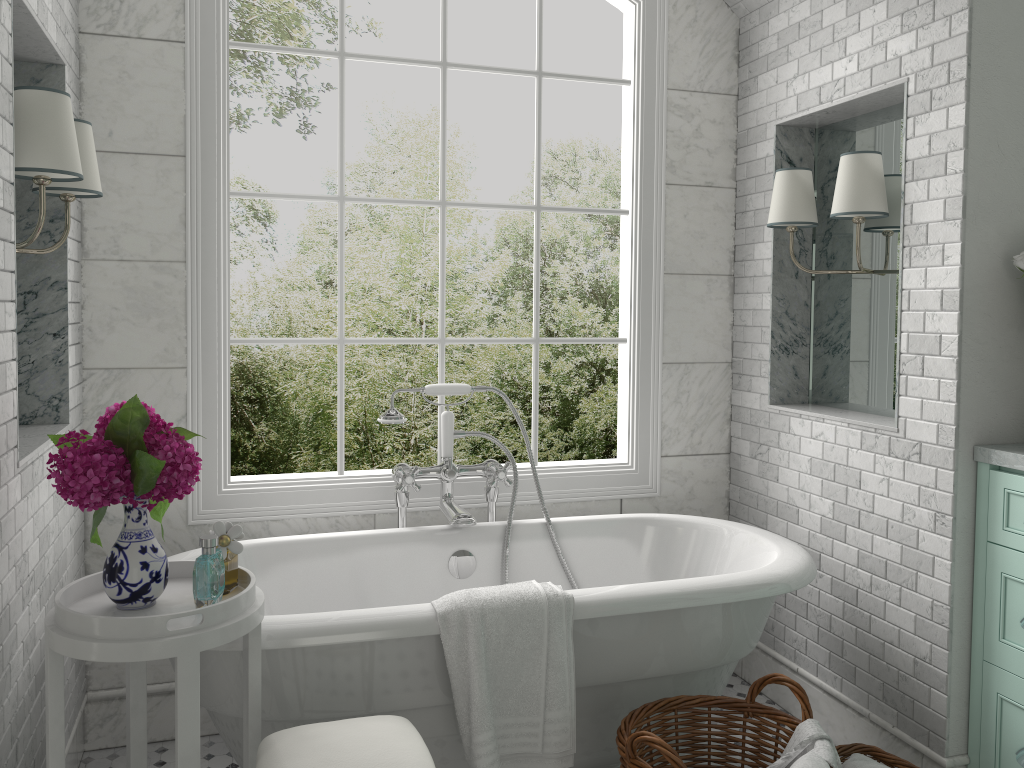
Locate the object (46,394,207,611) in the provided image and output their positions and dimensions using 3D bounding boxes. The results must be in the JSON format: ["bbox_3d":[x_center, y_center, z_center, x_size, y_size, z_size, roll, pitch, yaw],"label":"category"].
[{"bbox_3d":[-0.847,0.255,1.953,0.332,0.470,0.296,0,3,-16],"label":"object"}]

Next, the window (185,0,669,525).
[{"bbox_3d":[-0.267,-0.685,3.378,1.831,2.319,0.118,-1,3,-18],"label":"window"}]

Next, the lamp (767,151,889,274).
[{"bbox_3d":[1.153,-0.584,3.123,0.308,0.382,0.549,-1,4,-18],"label":"lamp"}]

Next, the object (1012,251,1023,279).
[{"bbox_3d":[1.643,-0.121,2.460,0.391,0.652,0.357,0,3,-6],"label":"object"}]

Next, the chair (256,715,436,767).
[{"bbox_3d":[-0.355,1.066,1.891,0.371,0.601,0.367,0,3,-18],"label":"chair"}]

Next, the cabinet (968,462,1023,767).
[{"bbox_3d":[2.158,0.882,1.422,0.863,1.095,2.804,-1,5,-18],"label":"cabinet"}]

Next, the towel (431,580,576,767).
[{"bbox_3d":[-0.034,0.766,2.371,0.374,0.462,0.454,0,4,-16],"label":"towel"}]

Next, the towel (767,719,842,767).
[{"bbox_3d":[0.570,1.085,2.166,0.460,0.468,0.383,2,4,21],"label":"towel"}]

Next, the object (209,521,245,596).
[{"bbox_3d":[-0.661,0.399,2.061,0.085,0.167,0.097,1,3,3],"label":"object"}]

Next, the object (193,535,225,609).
[{"bbox_3d":[-0.670,0.414,1.960,0.058,0.153,0.086,1,3,2],"label":"object"}]

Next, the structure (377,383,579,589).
[{"bbox_3d":[-0.088,0.648,3.144,0.779,1.283,0.341,0,3,-8],"label":"structure"}]

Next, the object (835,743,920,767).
[{"bbox_3d":[1.033,1.212,2.358,0.345,0.260,0.551,-1,5,-27],"label":"object"}]

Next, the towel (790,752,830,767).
[{"bbox_3d":[0.542,1.068,2.094,0.399,0.437,0.485,-1,4,-17],"label":"towel"}]

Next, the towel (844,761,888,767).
[{"bbox_3d":[1.001,1.099,2.273,0.149,0.211,0.321,-2,5,-35],"label":"towel"}]

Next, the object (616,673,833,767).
[{"bbox_3d":[0.515,1.067,2.184,0.519,0.569,0.520,1,4,14],"label":"object"}]

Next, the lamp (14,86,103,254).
[{"bbox_3d":[-1.276,-0.542,2.346,0.308,0.382,0.549,-1,4,-18],"label":"lamp"}]

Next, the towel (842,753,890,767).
[{"bbox_3d":[1.055,1.136,2.406,0.313,0.185,0.165,4,5,42],"label":"towel"}]

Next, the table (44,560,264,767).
[{"bbox_3d":[-0.786,0.900,1.981,0.450,0.904,0.450,3,4,34],"label":"table"}]

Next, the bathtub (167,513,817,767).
[{"bbox_3d":[-0.073,0.914,2.781,2.165,0.756,0.943,-1,4,-18],"label":"bathtub"}]

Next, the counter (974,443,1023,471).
[{"bbox_3d":[2.184,0.248,1.402,0.824,0.181,2.814,-1,5,-18],"label":"counter"}]
